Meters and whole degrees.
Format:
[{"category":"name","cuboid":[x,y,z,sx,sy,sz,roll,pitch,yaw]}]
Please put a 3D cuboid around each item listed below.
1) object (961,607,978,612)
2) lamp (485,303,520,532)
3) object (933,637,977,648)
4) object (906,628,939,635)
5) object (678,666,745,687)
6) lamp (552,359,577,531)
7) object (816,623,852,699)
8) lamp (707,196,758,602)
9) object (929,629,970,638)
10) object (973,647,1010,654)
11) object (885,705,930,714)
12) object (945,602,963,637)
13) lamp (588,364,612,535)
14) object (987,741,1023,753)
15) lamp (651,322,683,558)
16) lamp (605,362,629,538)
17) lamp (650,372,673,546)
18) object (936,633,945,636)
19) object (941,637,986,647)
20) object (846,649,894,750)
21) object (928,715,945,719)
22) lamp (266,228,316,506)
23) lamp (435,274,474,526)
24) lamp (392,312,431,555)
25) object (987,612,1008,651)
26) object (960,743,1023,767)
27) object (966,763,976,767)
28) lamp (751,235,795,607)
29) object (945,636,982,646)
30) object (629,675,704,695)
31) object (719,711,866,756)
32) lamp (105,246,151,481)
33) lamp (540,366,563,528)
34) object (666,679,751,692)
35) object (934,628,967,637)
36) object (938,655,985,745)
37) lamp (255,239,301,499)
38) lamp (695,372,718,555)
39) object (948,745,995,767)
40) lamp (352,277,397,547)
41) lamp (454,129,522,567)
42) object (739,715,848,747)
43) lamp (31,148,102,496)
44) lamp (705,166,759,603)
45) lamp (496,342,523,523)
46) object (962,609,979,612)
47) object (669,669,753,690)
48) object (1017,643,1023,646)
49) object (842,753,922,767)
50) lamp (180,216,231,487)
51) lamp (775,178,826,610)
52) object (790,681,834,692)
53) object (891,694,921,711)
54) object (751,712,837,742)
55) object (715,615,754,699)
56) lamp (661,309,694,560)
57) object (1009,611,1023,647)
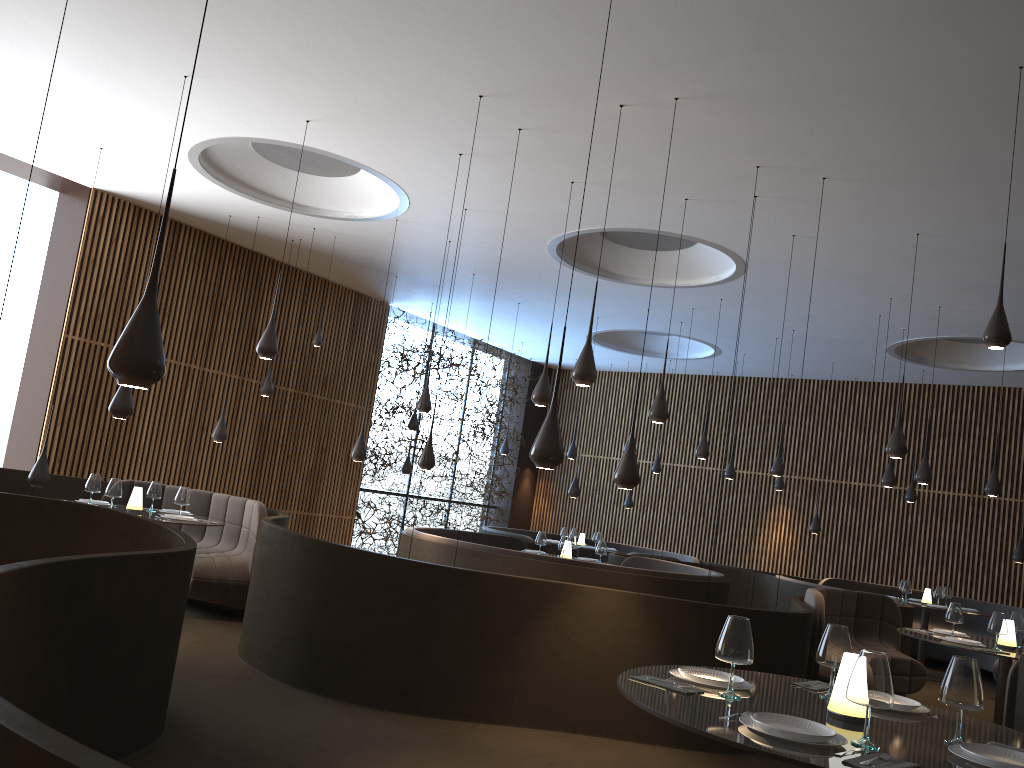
[{"category":"object","cuboid":[6.563,3.251,12.774,0.263,0.029,0.264,2,-10,39]},{"category":"lamp","cuboid":[-0.338,1.779,13.956,0.196,6.259,0.196,9,-6,-10]},{"category":"object","cuboid":[3.621,2.079,7.124,0.204,0.012,0.411,11,-8,-19]},{"category":"object","cuboid":[3.578,2.160,7.734,0.126,0.017,0.262,11,-8,-20]},{"category":"object","cuboid":[0.800,1.182,3.567,0.263,0.029,0.264,8,-8,5]},{"category":"lamp","cuboid":[0.910,2.559,18.442,0.196,6.259,0.196,12,-7,-30]},{"category":"object","cuboid":[1.320,1.138,3.635,0.142,0.294,0.142,4,-7,32]},{"category":"lamp","cuboid":[1.849,1.310,8.036,0.196,6.259,0.196,12,-7,-30]},{"category":"object","cuboid":[3.863,2.207,7.824,0.332,0.014,0.332,11,-8,-20]},{"category":"object","cuboid":[3.688,2.056,6.825,0.262,0.017,0.127,10,-8,-15]},{"category":"object","cuboid":[1.531,1.307,3.632,0.331,0.014,0.333,3,-9,35]},{"category":"object","cuboid":[3.801,2.032,7.623,0.142,0.294,0.142,4,-8,34]},{"category":"lamp","cuboid":[1.647,2.657,18.372,0.195,6.259,0.196,6,-6,20]},{"category":"object","cuboid":[1.766,1.270,3.038,0.261,0.017,0.127,2,-10,39]},{"category":"lamp","cuboid":[2.217,2.108,13.622,0.196,6.259,0.196,11,-6,-20]},{"category":"lamp","cuboid":[1.940,2.628,17.828,0.196,6.259,0.196,13,-8,-39]},{"category":"lamp","cuboid":[2.862,2.775,17.923,0.196,6.259,0.196,13,-8,-39]},{"category":"object","cuboid":[3.867,2.209,7.827,0.411,0.012,0.204,12,-8,-25]},{"category":"object","cuboid":[3.623,2.078,7.120,0.331,0.014,0.333,3,-9,36]},{"category":"object","cuboid":[1.143,1.005,2.833,0.142,0.294,0.142,12,-7,-31]},{"category":"object","cuboid":[1.535,1.309,3.630,0.410,0.012,0.205,2,-10,40]},{"category":"lamp","cuboid":[-3.049,1.032,11.330,0.196,6.259,0.196,11,-7,-27]},{"category":"lamp","cuboid":[-1.005,1.492,12.539,0.196,6.259,0.196,9,-6,-10]},{"category":"lamp","cuboid":[-1.926,1.783,15.733,0.196,6.259,0.196,12,-7,-30]},{"category":"object","cuboid":[3.849,1.960,7.029,0.142,0.294,0.142,9,-6,-5]},{"category":"object","cuboid":[1.570,1.195,2.818,0.264,0.029,0.263,13,-9,-31]},{"category":"object","cuboid":[1.566,1.205,2.812,0.204,0.012,0.412,3,-9,35]},{"category":"lamp","cuboid":[2.499,1.527,8.952,0.196,6.259,0.196,11,-6,-20]},{"category":"object","cuboid":[3.624,2.068,7.121,0.263,0.029,0.264,2,-10,39]},{"category":"object","cuboid":[0.583,1.140,3.359,0.262,0.017,0.127,1,-10,43]},{"category":"object","cuboid":[0.889,1.107,2.825,0.410,0.012,0.205,1,-10,44]},{"category":"lamp","cuboid":[-4.972,1.352,10.762,0.196,6.259,0.196,7,-6,10]},{"category":"lamp","cuboid":[0.700,2.688,19.640,0.196,6.259,0.196,12,-7,-30]},{"category":"object","cuboid":[0.801,1.193,3.570,0.204,0.012,0.412,2,-10,39]},{"category":"object","cuboid":[3.864,2.197,7.825,0.263,0.029,0.263,11,-8,-17]},{"category":"object","cuboid":[1.550,1.095,3.060,0.142,0.294,0.142,8,-6,4]},{"category":"lamp","cuboid":[-3.389,1.072,11.997,0.196,6.259,0.196,3,-8,43]},{"category":"lamp","cuboid":[3.696,2.848,17.552,0.196,6.259,0.196,12,-7,-30]},{"category":"object","cuboid":[1.569,1.204,2.817,0.332,0.014,0.332,10,-8,-15]},{"category":"lamp","cuboid":[-2.238,1.423,13.373,0.196,6.259,0.196,7,-6,10]},{"category":"lamp","cuboid":[-0.384,0.886,7.307,0.195,6.259,0.196,3,-8,40]},{"category":"object","cuboid":[0.892,1.106,2.822,0.331,0.014,0.333,1,-11,45]},{"category":"lamp","cuboid":[-4.957,0.496,9.398,0.196,6.259,0.196,7,-6,10]},{"category":"lamp","cuboid":[1.681,1.195,7.362,0.195,6.259,0.196,6,-6,20]},{"category":"lamp","cuboid":[-0.238,2.244,17.339,0.196,6.259,0.196,12,-7,-30]},{"category":"object","cuboid":[6.561,3.261,12.773,0.331,0.014,0.333,6,-8,20]},{"category":"object","cuboid":[0.799,1.191,3.566,0.331,0.014,0.333,1,-10,43]},{"category":"object","cuboid":[4.468,2.306,7.849,0.262,0.017,0.126,11,-8,-19]},{"category":"object","cuboid":[1.079,1.109,2.585,0.263,0.017,0.126,15,-10,-41]},{"category":"lamp","cuboid":[-4.155,0.870,11.325,0.196,6.259,0.196,3,-8,43]},{"category":"lamp","cuboid":[2.270,1.287,7.403,0.195,6.259,0.196,6,-6,20]},{"category":"object","cuboid":[1.327,1.315,3.856,0.126,0.017,0.263,1,-10,44]},{"category":"object","cuboid":[1.532,1.298,3.634,0.263,0.029,0.264,5,-8,26]},{"category":"object","cuboid":[0.894,1.097,2.823,0.263,0.029,0.264,5,-8,26]},{"category":"object","cuboid":[0.840,1.029,3.349,0.142,0.294,0.142,6,-7,20]},{"category":"lamp","cuboid":[2.204,1.978,12.664,0.196,6.259,0.196,11,-6,-20]},{"category":"object","cuboid":[4.361,2.120,7.666,0.142,0.294,0.142,9,-6,-9]}]
